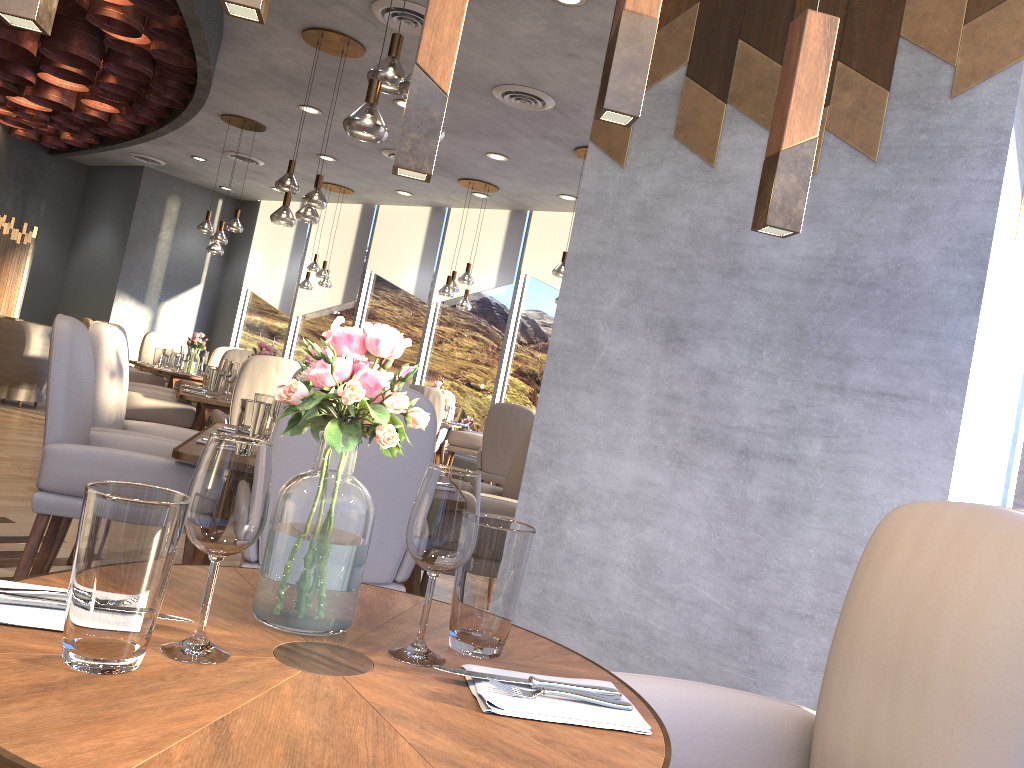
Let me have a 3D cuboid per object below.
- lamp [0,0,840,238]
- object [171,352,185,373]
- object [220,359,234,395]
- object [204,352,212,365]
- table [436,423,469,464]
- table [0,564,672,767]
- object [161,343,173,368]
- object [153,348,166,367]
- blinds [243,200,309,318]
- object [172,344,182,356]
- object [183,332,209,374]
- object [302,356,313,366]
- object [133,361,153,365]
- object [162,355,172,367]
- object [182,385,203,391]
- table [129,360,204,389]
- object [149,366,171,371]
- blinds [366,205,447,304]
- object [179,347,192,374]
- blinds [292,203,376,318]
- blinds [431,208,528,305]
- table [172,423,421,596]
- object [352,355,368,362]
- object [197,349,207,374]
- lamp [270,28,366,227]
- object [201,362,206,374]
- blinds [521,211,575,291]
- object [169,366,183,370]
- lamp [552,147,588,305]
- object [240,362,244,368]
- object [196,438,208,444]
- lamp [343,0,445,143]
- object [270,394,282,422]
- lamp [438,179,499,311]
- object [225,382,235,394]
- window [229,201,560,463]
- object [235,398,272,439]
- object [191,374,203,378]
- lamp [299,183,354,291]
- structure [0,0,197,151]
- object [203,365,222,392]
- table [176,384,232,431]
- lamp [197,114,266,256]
[{"bbox_3d":[0.063,-1.213,1.176,1.160,1.934,0.118,12,-3,-8],"label":"lamp"},{"bbox_3d":[-3.089,-0.196,8.174,0.102,0.179,0.102,11,-3,10],"label":"object"},{"bbox_3d":[-1.980,-0.049,6.124,0.092,0.245,0.092,10,-3,28],"label":"object"},{"bbox_3d":[-2.878,-0.182,8.408,0.092,0.245,0.092,13,-3,-37],"label":"object"},{"bbox_3d":[-0.925,0.695,9.255,0.836,0.663,0.830,10,-2,35],"label":"table"},{"bbox_3d":[-0.290,0.652,1.043,0.836,0.663,0.831,10,-2,27],"label":"table"},{"bbox_3d":[-3.401,-0.281,8.734,0.092,0.245,0.092,11,-3,6],"label":"object"},{"bbox_3d":[-3.438,-0.257,8.628,0.102,0.179,0.102,12,-3,-20],"label":"object"},{"bbox_3d":[-3.316,-2.326,12.784,1.176,2.685,0.007,9,-4,36],"label":"blinds"},{"bbox_3d":[-3.385,-0.274,8.932,0.092,0.245,0.092,13,-3,-33],"label":"object"},{"bbox_3d":[-3.102,-0.306,8.666,0.209,0.416,0.198,14,-4,-41],"label":"object"},{"bbox_3d":[-2.562,-0.148,11.045,0.197,0.416,0.210,13,-3,-31],"label":"object"},{"bbox_3d":[-3.586,-0.203,8.722,0.254,0.019,0.158,12,-1,-36],"label":"object"},{"bbox_3d":[-3.494,-0.261,8.965,0.102,0.179,0.102,10,-3,31],"label":"object"},{"bbox_3d":[-2.160,0.031,6.161,0.254,0.019,0.157,12,-1,-19],"label":"object"},{"bbox_3d":[-3.212,0.220,8.653,0.961,0.667,1.310,13,-2,-37],"label":"table"},{"bbox_3d":[-3.237,-0.143,8.269,0.254,0.019,0.158,12,-1,-36],"label":"object"},{"bbox_3d":[-1.247,-2.385,11.319,1.176,2.685,0.007,9,-4,36],"label":"blinds"},{"bbox_3d":[-3.052,-0.220,8.281,0.092,0.245,0.092,13,-3,-34],"label":"object"},{"bbox_3d":[-2.325,-2.141,12.040,1.176,2.685,0.007,9,-4,36],"label":"blinds"},{"bbox_3d":[-0.258,-2.201,10.577,1.176,2.685,0.007,9,-4,36],"label":"blinds"},{"bbox_3d":[-0.763,0.603,3.341,0.963,0.667,1.307,12,-2,-13],"label":"table"},{"bbox_3d":[-0.650,0.078,3.343,0.210,0.416,0.197,11,-3,14],"label":"object"},{"bbox_3d":[-3.181,-0.230,9.055,0.092,0.245,0.092,10,-3,27],"label":"object"},{"bbox_3d":[-1.359,-1.706,6.082,0.440,1.328,0.437,9,-4,41],"label":"lamp"},{"bbox_3d":[-3.160,-0.190,9.158,0.102,0.179,0.102,13,-3,-31],"label":"object"},{"bbox_3d":[0.760,-2.159,9.842,1.176,2.685,0.007,9,-4,36],"label":"blinds"},{"bbox_3d":[-3.411,-0.161,9.092,0.157,0.019,0.255,12,-1,-35],"label":"object"},{"bbox_3d":[0.610,-1.281,7.457,0.440,1.328,0.437,9,-4,39],"label":"lamp"},{"bbox_3d":[-1.908,-0.031,6.309,0.092,0.245,0.092,14,-4,-38],"label":"object"},{"bbox_3d":[-0.946,0.210,3.043,0.255,0.019,0.157,12,-1,-10],"label":"object"},{"bbox_3d":[-0.328,-1.553,3.431,0.440,1.328,0.438,10,-3,22],"label":"lamp"},{"bbox_3d":[-0.775,0.129,2.981,0.092,0.245,0.092,10,-3,32],"label":"object"},{"bbox_3d":[-0.486,-1.462,9.381,0.440,1.328,0.437,10,-3,29],"label":"lamp"},{"bbox_3d":[-2.003,-0.015,6.370,0.102,0.179,0.102,12,-3,-12],"label":"object"},{"bbox_3d":[1.116,-0.513,5.842,8.052,3.204,16.116,12,-1,-9],"label":"window"},{"bbox_3d":[-0.855,0.144,2.900,0.102,0.179,0.102,11,-3,16],"label":"object"},{"bbox_3d":[-2.882,-0.072,8.237,0.157,0.019,0.255,12,-2,-40],"label":"object"},{"bbox_3d":[-2.323,-1.797,11.038,0.440,1.328,0.437,9,-3,36],"label":"lamp"},{"bbox_3d":[-3.608,-2.699,6.218,2.747,0.557,9.465,12,-1,-24],"label":"structure"},{"bbox_3d":[-2.046,-0.031,6.032,0.102,0.179,0.102,12,-3,-3],"label":"object"},{"bbox_3d":[-1.816,0.445,5.962,0.962,0.667,1.308,12,-2,-20],"label":"table"},{"bbox_3d":[-2.791,-1.939,8.751,0.438,1.328,0.439,12,-3,-15],"label":"lamp"}]
